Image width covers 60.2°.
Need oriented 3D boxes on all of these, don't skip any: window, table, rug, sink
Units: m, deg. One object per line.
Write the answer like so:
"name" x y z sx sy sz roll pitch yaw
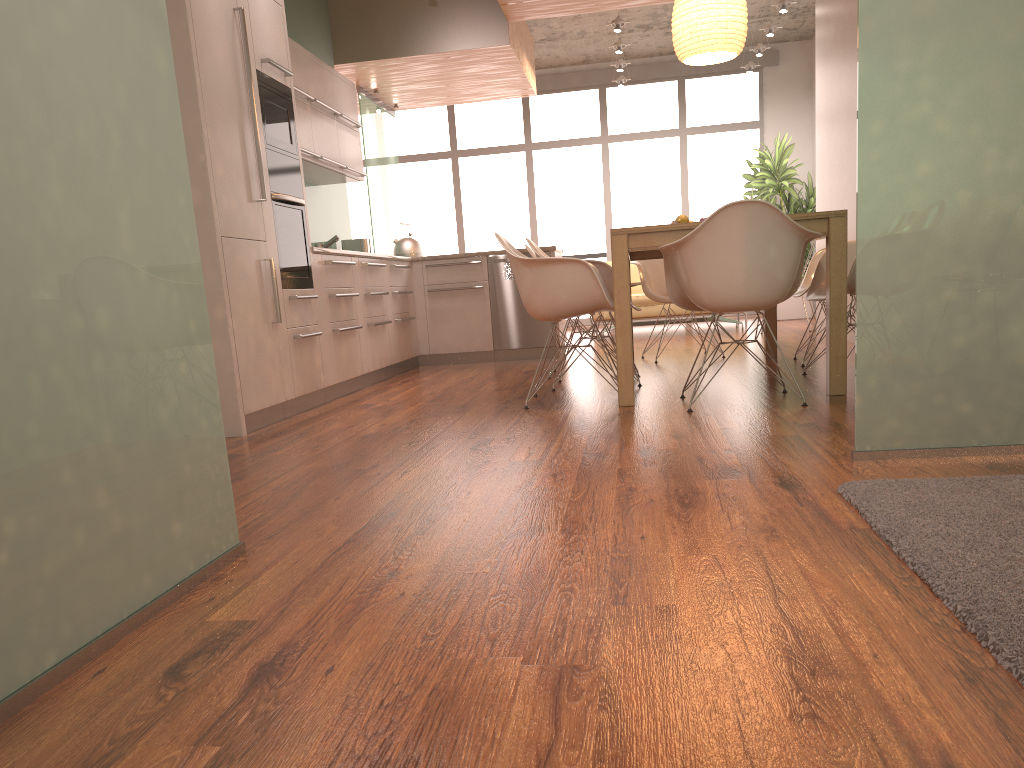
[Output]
"window" -0.732 -2.353 12.171 8.575 3.340 0.061 -3 11 9
"table" 1.118 -0.442 4.994 1.028 0.823 2.038 -3 7 8
"rug" 1.353 0.352 1.226 1.281 0.009 2.037 -3 6 9
"sink" -1.271 -0.990 6.967 0.617 0.389 0.632 -3 8 8
"table" 1.690 -0.824 9.418 1.874 0.570 0.924 -3 8 9

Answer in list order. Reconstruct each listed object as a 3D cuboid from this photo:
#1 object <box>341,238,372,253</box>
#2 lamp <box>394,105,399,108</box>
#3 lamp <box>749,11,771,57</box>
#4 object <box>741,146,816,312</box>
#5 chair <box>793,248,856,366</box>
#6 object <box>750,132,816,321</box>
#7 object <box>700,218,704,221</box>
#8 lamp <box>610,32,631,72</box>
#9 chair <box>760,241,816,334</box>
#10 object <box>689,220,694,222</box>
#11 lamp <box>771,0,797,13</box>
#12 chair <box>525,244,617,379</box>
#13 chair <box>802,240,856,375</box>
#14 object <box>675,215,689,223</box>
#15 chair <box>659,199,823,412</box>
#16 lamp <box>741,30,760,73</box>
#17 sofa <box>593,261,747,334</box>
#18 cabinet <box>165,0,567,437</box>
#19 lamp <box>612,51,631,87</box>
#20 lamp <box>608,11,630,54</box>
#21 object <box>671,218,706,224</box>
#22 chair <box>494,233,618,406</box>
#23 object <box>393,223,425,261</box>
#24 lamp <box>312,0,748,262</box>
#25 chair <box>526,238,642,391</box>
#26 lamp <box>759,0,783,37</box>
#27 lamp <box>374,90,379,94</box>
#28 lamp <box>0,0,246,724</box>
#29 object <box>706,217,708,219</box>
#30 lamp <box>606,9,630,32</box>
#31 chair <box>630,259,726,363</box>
"object" -1.338 -1.151 7.664 0.237 0.206 0.150 -3 9 9
"lamp" -1.263 -3.211 9.481 0.102 0.479 0.151 -8 11 -19
"lamp" 2.733 -3.879 9.743 0.197 0.491 0.132 -9 12 -23
"object" 3.379 -1.900 10.991 1.082 2.142 0.948 1 12 26
"chair" 2.054 -0.577 5.396 0.644 0.876 0.672 -3 9 8
"object" 3.303 -1.825 10.334 0.969 2.142 1.059 0 11 21
"object" 1.040 -0.894 4.821 0.026 0.027 0.023 3 12 40
"lamp" 1.220 -3.793 9.976 0.197 0.491 0.132 -9 12 -23
"chair" 2.662 -0.958 8.380 0.562 0.917 0.533 1 11 28
"object" 1.013 -0.887 5.002 0.078 0.079 0.079 -7 9 -16
"lamp" 2.514 -3.695 8.155 0.197 0.491 0.132 -9 12 -23
"chair" 0.433 -0.504 5.819 0.643 0.876 0.672 -4 9 3
"chair" 1.871 -0.475 4.556 0.642 0.876 0.673 -4 9 -2
"object" 0.906 -0.863 4.696 0.082 0.073 0.079 -6 9 -15
"chair" 1.002 -0.344 3.918 0.684 0.876 0.632 -4 9 3
"lamp" 2.843 -3.971 10.537 0.197 0.491 0.132 -9 12 -23
"sofa" 1.862 -1.107 10.629 1.804 0.852 0.863 -3 9 9
"cabinet" -0.806 -1.144 5.875 1.917 2.314 4.172 -3 7 8
"lamp" 1.329 -3.885 10.771 0.197 0.491 0.132 -9 12 -23
"lamp" 1.110 -3.701 9.182 0.197 0.491 0.132 -9 12 -23
"object" 0.939 -0.843 4.702 0.174 0.061 0.171 -3 7 8
"chair" 0.262 -0.354 4.460 0.643 0.863 0.672 -4 9 3
"object" -0.899 -1.224 7.578 0.263 0.310 0.257 0 10 24
"lamp" -0.110 -1.642 6.277 3.222 1.371 3.015 -3 7 8
"chair" 0.428 -0.429 5.120 0.643 0.876 0.672 -4 9 3
"lamp" 2.624 -3.787 8.949 0.197 0.491 0.132 -9 12 -23
"lamp" -1.365 -3.125 8.743 0.102 0.479 0.151 -8 11 -19
"lamp" 0.648 -1.645 4.179 0.446 3.456 8.074 2 9 26
"object" 1.058 -0.892 4.790 0.024 0.027 0.026 -6 9 -11
"lamp" 1.000 -3.609 8.388 0.197 0.491 0.132 -9 12 -23
"chair" 1.219 -0.627 6.436 0.683 0.876 0.633 -5 9 -7
